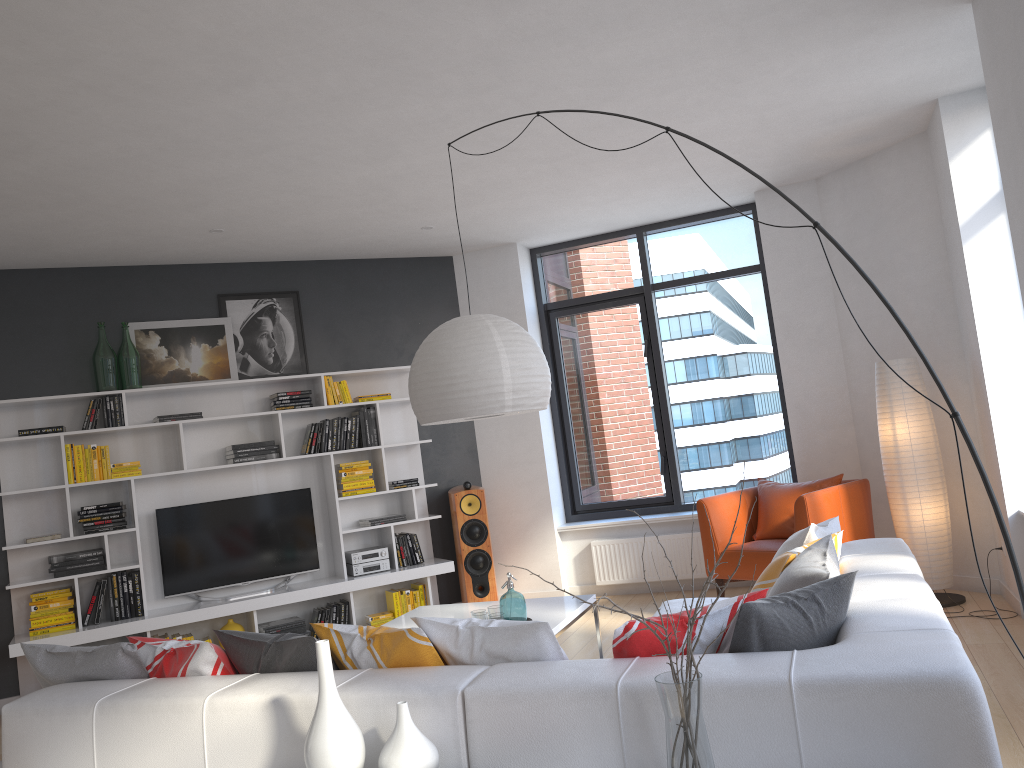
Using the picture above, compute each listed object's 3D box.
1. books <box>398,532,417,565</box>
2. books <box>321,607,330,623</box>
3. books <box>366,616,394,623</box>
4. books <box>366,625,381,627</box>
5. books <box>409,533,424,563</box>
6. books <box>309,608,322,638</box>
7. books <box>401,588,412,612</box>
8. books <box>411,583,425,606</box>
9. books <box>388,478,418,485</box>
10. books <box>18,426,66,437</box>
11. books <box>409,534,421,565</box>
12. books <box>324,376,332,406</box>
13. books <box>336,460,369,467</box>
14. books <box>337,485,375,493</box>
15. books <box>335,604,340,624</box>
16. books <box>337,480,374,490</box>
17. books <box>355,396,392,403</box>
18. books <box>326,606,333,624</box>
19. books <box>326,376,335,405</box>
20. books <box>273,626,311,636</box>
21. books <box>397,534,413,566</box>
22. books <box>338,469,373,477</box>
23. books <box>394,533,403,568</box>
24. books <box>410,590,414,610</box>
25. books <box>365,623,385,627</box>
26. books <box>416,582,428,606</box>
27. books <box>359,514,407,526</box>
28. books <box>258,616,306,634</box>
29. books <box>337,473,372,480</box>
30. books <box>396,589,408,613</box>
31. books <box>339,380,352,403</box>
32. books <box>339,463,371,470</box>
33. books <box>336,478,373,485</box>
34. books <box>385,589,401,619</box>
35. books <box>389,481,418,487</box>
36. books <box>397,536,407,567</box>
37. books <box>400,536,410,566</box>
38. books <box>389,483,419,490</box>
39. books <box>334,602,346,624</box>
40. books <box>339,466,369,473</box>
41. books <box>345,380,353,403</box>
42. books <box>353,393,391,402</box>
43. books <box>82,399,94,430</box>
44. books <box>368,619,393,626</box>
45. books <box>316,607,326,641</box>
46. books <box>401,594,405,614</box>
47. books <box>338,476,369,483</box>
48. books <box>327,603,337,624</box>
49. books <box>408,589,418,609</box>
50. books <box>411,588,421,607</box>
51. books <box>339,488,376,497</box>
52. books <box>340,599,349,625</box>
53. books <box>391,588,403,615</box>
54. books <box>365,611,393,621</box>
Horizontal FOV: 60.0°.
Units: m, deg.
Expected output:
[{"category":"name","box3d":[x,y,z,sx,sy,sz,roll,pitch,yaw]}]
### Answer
[{"category":"books","box3d":[-0.820,1.295,6.973,0.066,0.255,0.193,-6,-4,-26]},{"category":"books","box3d":[-1.393,1.776,6.551,0.081,0.233,0.169,-6,-4,-26]},{"category":"books","box3d":[-1.002,1.785,6.735,0.187,0.014,0.134,-6,-4,-26]},{"category":"books","box3d":[-0.997,1.836,6.731,0.190,0.033,0.147,-6,-4,-26]},{"category":"books","box3d":[-0.772,1.301,7.022,0.077,0.233,0.179,-6,-4,-26]},{"category":"books","box3d":[-1.455,1.783,6.532,0.104,0.234,0.182,-6,-4,-25]},{"category":"books","box3d":[-0.819,1.710,6.837,0.035,0.250,0.185,-6,-4,-26]},{"category":"books","box3d":[-0.726,1.691,6.892,0.029,0.270,0.204,-6,-4,-26]},{"category":"books","box3d":[-0.866,0.771,7.017,0.213,0.023,0.161,-6,-4,-22]},{"category":"books","box3d":[-3.173,0.326,5.999,0.268,0.046,0.208,-6,-4,-22]},{"category":"books","box3d":[-0.789,1.297,6.979,0.066,0.242,0.177,-6,-4,-26]},{"category":"books","box3d":[-1.434,0.060,6.806,0.041,0.229,0.161,-6,-4,-27]},{"category":"books","box3d":[-1.248,0.624,6.933,0.223,0.023,0.163,-6,-4,-21]},{"category":"books","box3d":[-1.211,0.818,6.887,0.257,0.024,0.203,-6,-4,-23]},{"category":"books","box3d":[-1.321,1.766,6.595,0.068,0.243,0.179,-6,-4,-27]},{"category":"books","box3d":[-1.216,0.785,6.894,0.243,0.042,0.189,-6,-4,-26]},{"category":"books","box3d":[-1.098,0.130,7.001,0.257,0.028,0.194,-6,-4,-21]},{"category":"books","box3d":[-1.357,1.769,6.555,0.069,0.242,0.172,-6,-4,-25]},{"category":"books","box3d":[-1.421,0.061,6.832,0.041,0.224,0.163,-6,-4,-27]},{"category":"books","box3d":[-1.666,1.853,6.457,0.343,0.137,0.277,-5,-4,-30]},{"category":"books","box3d":[-0.840,1.301,6.950,0.050,0.242,0.169,-6,-4,-26]},{"category":"books","box3d":[-1.222,0.695,6.913,0.239,0.033,0.176,-6,-4,-22]},{"category":"books","box3d":[-0.920,1.298,6.934,0.053,0.268,0.202,-6,-4,-26]},{"category":"books","box3d":[-0.792,1.713,6.851,0.023,0.239,0.169,-6,-4,-26]},{"category":"books","box3d":[-1.001,1.814,6.737,0.196,0.011,0.148,-6,-4,-25]},{"category":"books","box3d":[-0.705,1.690,6.911,0.025,0.270,0.213,-6,-4,-26]},{"category":"books","box3d":[-1.015,1.065,6.941,0.310,0.047,0.250,-5,-4,-30]},{"category":"books","box3d":[-1.693,1.765,6.480,0.310,0.047,0.250,-5,-4,-30]},{"category":"books","box3d":[-1.229,0.721,6.908,0.239,0.019,0.171,-6,-4,-26]},{"category":"books","box3d":[-0.844,1.712,6.828,0.019,0.251,0.180,-6,-4,-26]},{"category":"books","box3d":[-1.300,0.069,6.868,0.064,0.184,0.141,-6,-4,-25]},{"category":"books","box3d":[-1.227,0.644,6.916,0.223,0.023,0.163,-6,-4,-21]},{"category":"books","box3d":[-1.228,0.759,6.907,0.251,0.014,0.189,-6,-4,-22]},{"category":"books","box3d":[-0.907,1.716,6.798,0.044,0.255,0.198,-6,-4,-26]},{"category":"books","box3d":[-0.859,0.788,7.001,0.198,0.015,0.142,-6,-4,-27]},{"category":"books","box3d":[-0.887,1.310,6.943,0.053,0.240,0.189,-6,-4,-25]},{"category":"books","box3d":[-0.863,1.308,6.947,0.049,0.236,0.170,-6,-4,-25]},{"category":"books","box3d":[-0.854,0.807,6.998,0.213,0.023,0.161,-6,-4,-22]},{"category":"books","box3d":[-1.290,1.758,6.615,0.084,0.249,0.191,-6,-4,-26]},{"category":"books","box3d":[-1.232,0.668,6.914,0.227,0.022,0.160,-7,-4,-10]},{"category":"books","box3d":[-1.283,0.067,6.886,0.044,0.184,0.142,-6,-4,-25]},{"category":"books","box3d":[-1.108,0.106,7.008,0.257,0.024,0.203,-6,-4,-23]},{"category":"books","box3d":[-2.937,0.221,6.140,0.096,0.213,0.166,-6,-4,-27]},{"category":"books","box3d":[-0.999,1.799,6.718,0.169,0.018,0.113,-6,-4,-24]},{"category":"books","box3d":[-1.427,1.781,6.550,0.096,0.234,0.187,-6,-4,-25]},{"category":"books","box3d":[-0.853,1.724,6.801,0.024,0.229,0.156,-6,-4,-26]},{"category":"books","box3d":[-1.230,0.740,6.886,0.217,0.023,0.145,-6,-4,-21]},{"category":"books","box3d":[-1.348,1.762,6.589,0.075,0.254,0.192,-6,-4,-26]},{"category":"books","box3d":[-0.769,1.713,6.859,0.024,0.234,0.172,-6,-4,-26]},{"category":"books","box3d":[-0.747,1.711,6.873,0.024,0.234,0.172,-6,-4,-26]},{"category":"books","box3d":[-1.201,0.842,6.879,0.257,0.028,0.194,-6,-4,-21]},{"category":"books","box3d":[-1.260,1.751,6.631,0.066,0.260,0.197,-6,-4,-26]},{"category":"books","box3d":[-0.881,1.712,6.813,0.015,0.263,0.199,-6,-4,-26]},{"category":"books","box3d":[-1.013,1.767,6.746,0.186,0.026,0.138,-6,-4,-26]}]
